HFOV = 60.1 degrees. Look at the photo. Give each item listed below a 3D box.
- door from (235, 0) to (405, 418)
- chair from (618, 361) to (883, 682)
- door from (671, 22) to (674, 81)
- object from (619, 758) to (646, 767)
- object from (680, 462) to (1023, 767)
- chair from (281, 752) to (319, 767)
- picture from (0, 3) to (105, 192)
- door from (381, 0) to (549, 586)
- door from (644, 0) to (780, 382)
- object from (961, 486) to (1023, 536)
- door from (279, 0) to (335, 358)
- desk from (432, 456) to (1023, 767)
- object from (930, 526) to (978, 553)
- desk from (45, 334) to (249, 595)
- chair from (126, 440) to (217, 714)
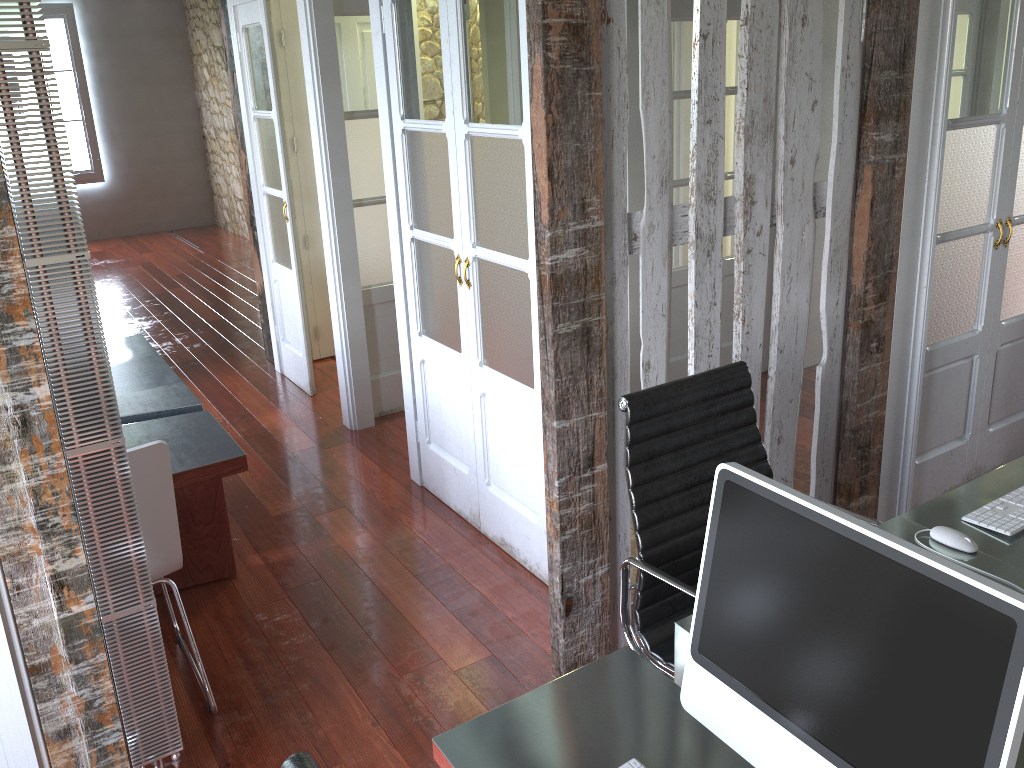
[{"bbox_3d":[-1.118,-0.935,4.792,1.191,2.148,0.488,8,21,31],"label":"door"},{"bbox_3d":[0.600,0.544,2.160,0.670,1.007,0.705,-16,22,-35],"label":"chair"},{"bbox_3d":[0.576,-1.181,5.379,1.083,2.053,0.041,-14,20,-30],"label":"door"},{"bbox_3d":[0.263,0.669,1.197,0.119,0.017,0.444,-14,23,-29],"label":"object"},{"bbox_3d":[0.453,0.408,1.219,0.190,0.477,0.489,-13,21,-30],"label":"object"},{"bbox_3d":[0.095,0.910,1.220,0.702,1.007,0.673,-12,20,-26],"label":"chair"},{"bbox_3d":[-5.520,-3.143,9.777,1.589,1.957,0.128,-14,21,-30],"label":"picture"},{"bbox_3d":[-0.163,-0.429,3.266,0.041,2.145,1.069,-13,20,-30],"label":"door"},{"bbox_3d":[1.044,-0.954,4.690,1.083,2.053,0.041,-14,20,-30],"label":"door"},{"bbox_3d":[1.269,0.278,2.139,0.441,0.017,0.120,-15,23,-30],"label":"object"},{"bbox_3d":[-0.960,-1.307,5.704,0.873,2.183,0.147,-14,20,-30],"label":"door"},{"bbox_3d":[1.287,0.830,1.689,2.521,0.716,1.314,-15,23,-30],"label":"desk"},{"bbox_3d":[0.989,0.344,1.979,0.059,0.028,0.107,-15,23,-30],"label":"object"},{"bbox_3d":[-1.897,0.460,3.245,1.454,0.644,1.731,-14,23,-29],"label":"desk"},{"bbox_3d":[-1.204,0.545,2.551,0.478,0.905,0.608,-13,21,-30],"label":"chair"}]
